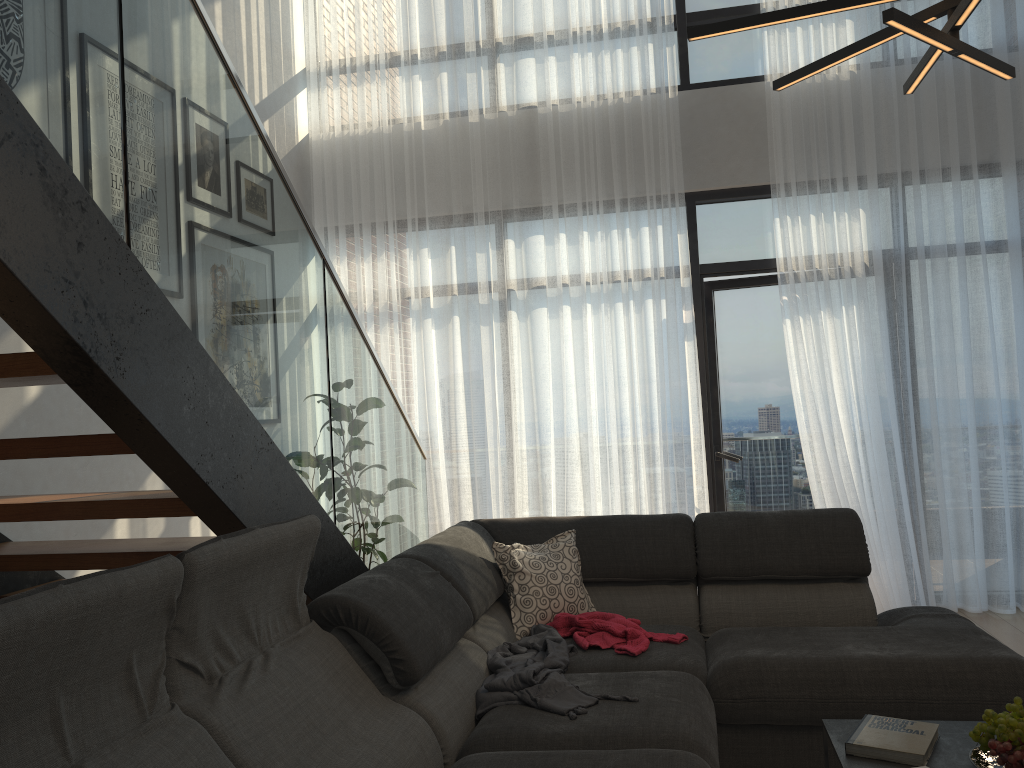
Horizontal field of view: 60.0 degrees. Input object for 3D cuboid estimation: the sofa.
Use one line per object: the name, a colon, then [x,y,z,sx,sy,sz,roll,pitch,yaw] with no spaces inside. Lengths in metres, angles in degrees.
sofa: [0.458,0.775,2.284,2.108,0.995,3.169,-3,-2,11]

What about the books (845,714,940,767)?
books: [0.949,0.883,2.206,0.179,0.029,0.225,-4,-2,34]

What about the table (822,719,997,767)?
table: [1.127,1.044,1.996,0.700,0.323,0.700,-3,-2,11]

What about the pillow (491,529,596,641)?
pillow: [-0.156,0.748,2.295,0.386,0.364,2.734,-3,-2,15]

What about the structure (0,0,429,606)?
structure: [-1.531,-0.161,1.269,1.289,3.460,5.660,-3,-2,11]

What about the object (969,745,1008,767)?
object: [1.191,0.865,1.988,0.295,0.026,0.295,-3,-2,5]

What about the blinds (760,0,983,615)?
blinds: [1.933,-1.524,4.961,0.858,5.579,0.589,-3,-2,-12]

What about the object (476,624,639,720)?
object: [0.053,0.891,2.758,0.411,0.118,0.905,-2,-2,-13]

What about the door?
door: [1.775,0.306,5.368,1.118,1.976,0.206,-4,-2,21]

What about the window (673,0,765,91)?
window: [0.999,-3.007,5.487,4.808,2.500,0.119,-3,-2,11]

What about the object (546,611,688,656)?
object: [0.313,0.864,3.128,0.536,0.077,0.323,-5,-3,45]

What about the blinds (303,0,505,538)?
blinds: [-0.709,-1.368,5.525,1.223,5.581,0.218,-3,-2,8]

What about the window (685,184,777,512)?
window: [1.158,0.087,5.384,4.808,2.501,0.119,-3,-2,11]

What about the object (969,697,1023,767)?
object: [1.193,0.794,1.983,0.256,0.173,0.279,-3,-2,8]

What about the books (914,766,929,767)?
books: [0.874,0.879,1.889,0.199,0.025,0.294,-3,-2,-10]

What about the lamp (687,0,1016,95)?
lamp: [0.920,-2.576,2.089,1.200,3.645,0.831,-4,-2,21]

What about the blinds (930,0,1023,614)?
blinds: [2.819,-1.572,4.873,1.163,5.581,0.218,-3,-2,8]

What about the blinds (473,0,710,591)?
blinds: [0.358,-1.429,5.346,1.374,5.581,0.218,-3,-2,9]
